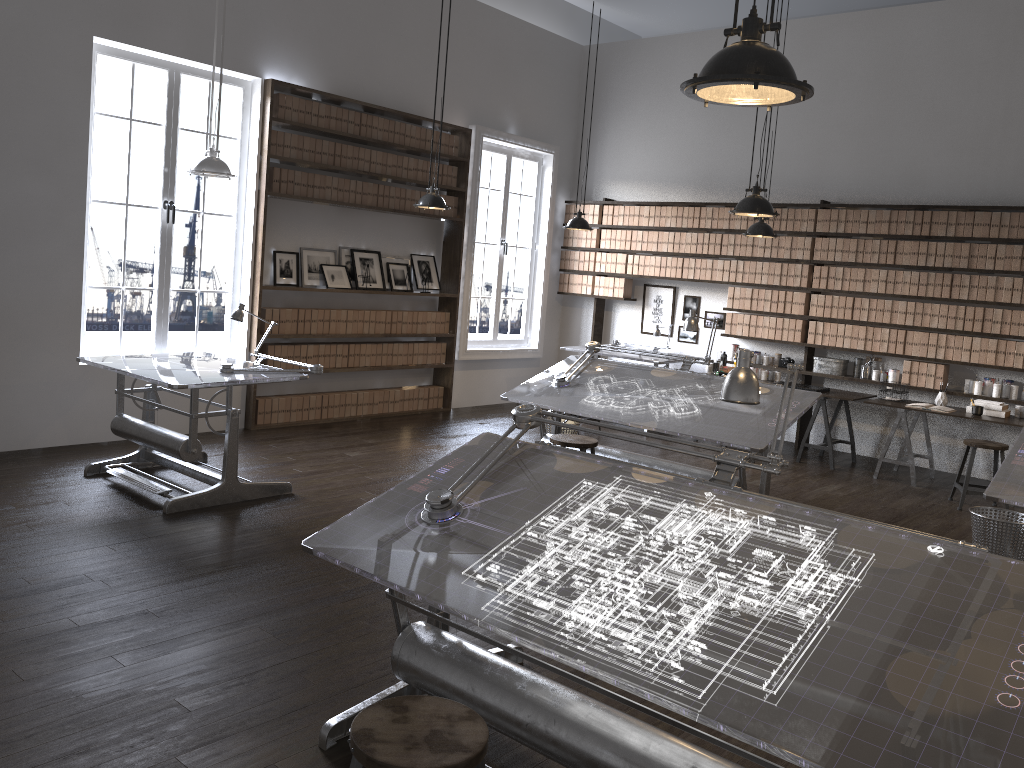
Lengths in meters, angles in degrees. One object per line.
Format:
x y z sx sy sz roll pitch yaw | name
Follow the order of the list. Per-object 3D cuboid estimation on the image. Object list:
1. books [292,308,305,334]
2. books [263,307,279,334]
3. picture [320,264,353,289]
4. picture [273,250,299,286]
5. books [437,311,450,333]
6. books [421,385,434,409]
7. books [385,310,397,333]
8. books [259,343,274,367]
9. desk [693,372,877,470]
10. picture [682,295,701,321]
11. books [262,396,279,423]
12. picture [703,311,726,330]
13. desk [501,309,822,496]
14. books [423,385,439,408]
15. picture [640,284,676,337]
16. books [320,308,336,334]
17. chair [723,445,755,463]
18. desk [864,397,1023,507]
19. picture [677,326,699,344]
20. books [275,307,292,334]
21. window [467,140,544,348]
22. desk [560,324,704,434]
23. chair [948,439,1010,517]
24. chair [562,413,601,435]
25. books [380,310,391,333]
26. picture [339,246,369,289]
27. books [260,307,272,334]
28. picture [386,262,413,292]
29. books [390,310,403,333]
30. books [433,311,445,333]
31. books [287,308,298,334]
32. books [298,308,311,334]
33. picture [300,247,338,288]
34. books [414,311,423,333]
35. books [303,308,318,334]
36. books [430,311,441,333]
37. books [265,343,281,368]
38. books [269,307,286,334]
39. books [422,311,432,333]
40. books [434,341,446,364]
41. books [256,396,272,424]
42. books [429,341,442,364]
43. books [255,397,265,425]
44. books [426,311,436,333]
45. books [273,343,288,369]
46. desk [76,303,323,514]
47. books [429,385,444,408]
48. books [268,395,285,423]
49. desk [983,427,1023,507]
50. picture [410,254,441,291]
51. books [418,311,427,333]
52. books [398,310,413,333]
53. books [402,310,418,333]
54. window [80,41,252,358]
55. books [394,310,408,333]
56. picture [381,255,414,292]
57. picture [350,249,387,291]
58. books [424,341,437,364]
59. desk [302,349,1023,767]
-1.976 -0.576 8.089 0.175 0.225 0.067 9 6 40 | books
-2.153 -0.563 7.878 0.175 0.225 0.067 9 6 40 | books
-1.660 -1.013 8.387 0.145 0.228 0.300 9 8 40 | picture
-2.054 -1.048 8.061 0.058 0.314 0.267 8 7 40 | picture
-0.756 -0.663 9.522 0.175 0.225 0.067 9 6 40 | books
-0.924 0.140 9.462 0.175 0.225 0.067 9 6 40 | books
-1.247 -0.628 8.946 0.175 0.225 0.067 9 6 40 | books
-2.198 -0.243 7.879 0.175 0.225 0.067 9 6 40 | books
2.563 0.332 8.633 1.675 0.667 0.656 10 8 40 | desk
1.992 -0.837 9.828 0.202 0.283 0.022 9 6 39 | picture
-2.186 0.230 7.977 0.175 0.225 0.067 9 6 40 | books
2.209 -0.694 9.643 0.252 0.183 0.023 10 7 40 | picture
0.962 0.133 6.350 2.289 1.381 1.077 10 8 40 | desk
-0.880 0.136 9.522 0.175 0.224 0.067 9 6 40 | books
1.665 -0.840 10.093 0.417 0.572 0.040 9 6 40 | picture
-1.745 -0.592 8.359 0.175 0.225 0.067 9 6 40 | books
2.209 0.431 8.221 0.358 0.526 0.373 0 7 -41 | chair
3.900 0.585 7.498 1.675 0.667 0.656 10 8 40 | desk
1.961 -0.548 9.856 0.252 0.183 0.023 10 7 40 | picture
-2.068 -0.570 7.984 0.175 0.224 0.067 9 6 40 | books
-0.124 -1.536 10.083 0.154 2.300 1.245 8 6 40 | window
1.322 -0.117 9.644 1.274 1.093 1.072 10 8 40 | desk
3.660 0.717 6.899 0.372 0.526 0.359 6 5 13 | chair
0.671 0.223 8.883 0.358 0.526 0.373 0 7 -41 | chair
-1.299 -0.626 8.893 0.175 0.224 0.067 9 6 40 | books
-1.531 -1.127 8.646 0.091 0.404 0.370 8 7 40 | picture
-2.202 -0.561 7.825 0.175 0.225 0.067 9 6 40 | books
-1.145 -1.088 9.042 0.127 0.289 0.290 9 7 40 | picture
-1.203 -0.632 9.007 0.175 0.225 0.067 9 6 40 | books
-0.804 -0.661 9.477 0.175 0.225 0.067 9 6 40 | books
-2.028 -0.574 8.036 0.175 0.224 0.067 9 6 40 | books
-1.931 -0.581 8.149 0.175 0.225 0.067 9 6 40 | books
-1.808 -1.087 8.318 0.083 0.364 0.416 8 7 40 | picture
-1.016 -0.644 9.216 0.175 0.225 0.067 9 6 40 | books
-1.882 -0.583 8.200 0.175 0.225 0.067 9 6 40 | books
-0.848 -0.658 9.422 0.175 0.225 0.067 9 6 40 | books
-2.151 -0.246 7.934 0.175 0.225 0.067 9 6 40 | books
-2.106 -0.567 7.933 0.175 0.225 0.067 9 6 40 | books
-0.935 -0.651 9.317 0.175 0.224 0.067 9 6 40 | books
-0.796 -0.343 9.532 0.175 0.225 0.067 9 6 40 | books
-2.235 0.233 7.926 0.175 0.225 0.067 9 6 40 | books
-0.845 -0.341 9.481 0.175 0.225 0.067 9 6 40 | books
-2.281 0.236 7.874 0.175 0.225 0.067 9 6 40 | books
-0.890 -0.654 9.366 0.175 0.225 0.067 9 6 40 | books
-2.107 -0.250 7.992 0.175 0.225 0.067 9 6 40 | books
-1.999 0.064 5.818 1.274 1.184 1.172 10 8 40 | desk
-0.829 0.133 9.579 0.175 0.224 0.067 9 6 40 | books
-2.141 0.227 8.034 0.175 0.224 0.067 9 6 40 | books
3.503 0.613 4.194 2.077 1.381 1.077 10 8 40 | desk
-0.908 -1.176 9.329 0.161 0.363 0.343 9 7 40 | picture
-0.976 -0.648 9.270 0.175 0.224 0.067 9 6 40 | books
-1.110 -0.639 9.114 0.175 0.225 0.067 9 6 40 | books
-1.064 -0.642 9.169 0.175 0.225 0.067 9 6 40 | books
-2.783 -1.362 7.140 0.154 2.487 1.483 8 6 40 | window
-1.153 -0.635 9.058 0.175 0.225 0.067 9 6 40 | books
-1.182 -1.128 9.057 0.095 0.359 0.434 8 7 40 | picture
-1.411 -1.118 8.708 0.149 0.390 0.373 9 7 40 | picture
-0.891 -0.337 9.427 0.175 0.225 0.067 9 6 40 | books
0.445 0.572 2.610 2.077 1.381 1.077 10 8 40 | desk
